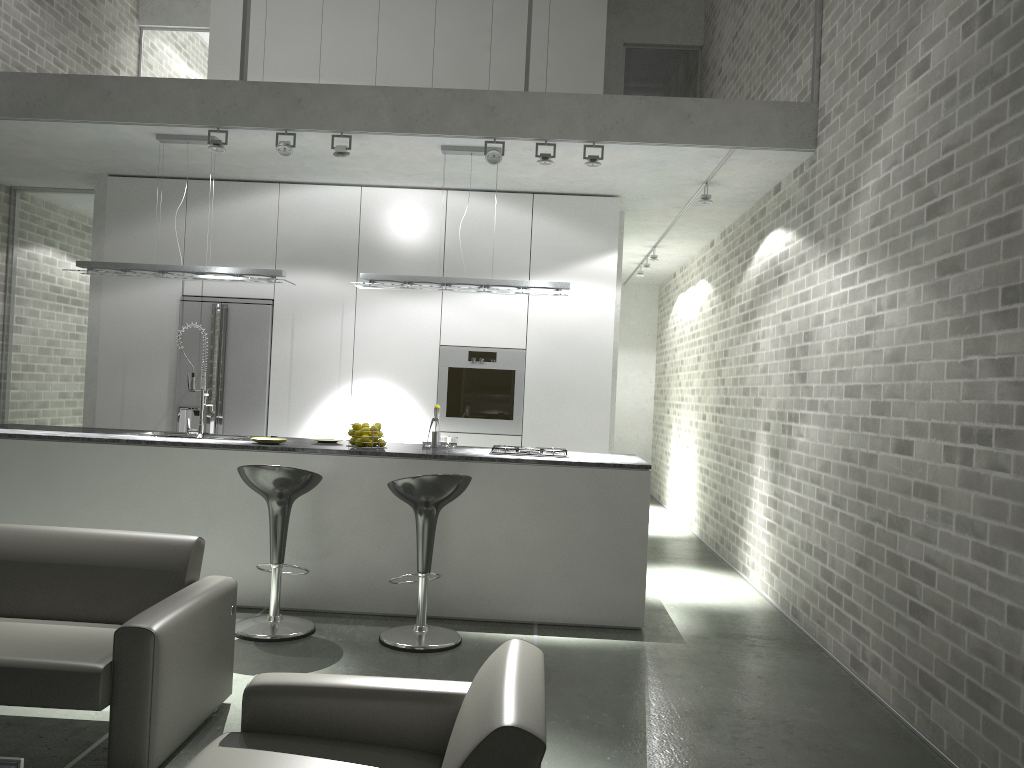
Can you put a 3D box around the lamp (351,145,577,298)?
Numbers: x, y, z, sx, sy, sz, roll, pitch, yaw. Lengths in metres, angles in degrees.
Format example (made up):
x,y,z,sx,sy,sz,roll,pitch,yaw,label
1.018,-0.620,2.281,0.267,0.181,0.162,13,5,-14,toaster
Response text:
x,y,z,sx,sy,sz,roll,pitch,yaw,label
-0.294,-1.108,5.981,1.490,0.964,0.290,3,0,2,lamp

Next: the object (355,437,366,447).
x,y,z,sx,sy,sz,roll,pitch,yaw,label
-0.951,0.367,5.583,0.064,0.063,0.074,3,0,12,object

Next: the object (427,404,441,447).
x,y,z,sx,sy,sz,roll,pitch,yaw,label
-0.493,0.278,5.876,0.101,0.288,0.088,2,-1,32,object

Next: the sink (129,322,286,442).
x,y,z,sx,sy,sz,roll,pitch,yaw,label
-2.007,0.121,5.884,0.987,1.023,0.546,3,0,2,sink

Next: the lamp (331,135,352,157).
x,y,z,sx,sy,sz,roll,pitch,yaw,label
-1.105,-1.536,5.751,0.115,0.151,0.115,2,-1,44,lamp

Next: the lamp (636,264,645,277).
x,y,z,sx,sy,sz,roll,pitch,yaw,label
1.563,-1.378,10.789,0.109,0.135,0.109,2,-1,44,lamp

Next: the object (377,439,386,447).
x,y,z,sx,sy,sz,roll,pitch,yaw,label
-0.830,0.374,5.627,0.053,0.052,0.062,2,-1,31,object

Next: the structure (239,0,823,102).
x,y,z,sx,sy,sz,roll,pitch,yaw,label
-0.807,-2.382,5.746,5.560,0.972,0.070,3,0,2,structure

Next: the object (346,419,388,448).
x,y,z,sx,sy,sz,roll,pitch,yaw,label
-0.920,0.312,5.632,0.189,0.174,0.207,3,-1,-43,object

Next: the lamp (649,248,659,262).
x,y,z,sx,sy,sz,roll,pitch,yaw,label
-1.279,-1.537,7.683,6.854,0.136,0.110,3,-1,-34,lamp

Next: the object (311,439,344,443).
x,y,z,sx,sy,sz,roll,pitch,yaw,label
-1.228,0.379,5.898,0.216,0.017,0.217,2,0,27,object

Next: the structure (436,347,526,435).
x,y,z,sx,sy,sz,roll,pitch,yaw,label
-0.252,0.056,7.163,0.692,0.680,0.036,3,0,2,structure

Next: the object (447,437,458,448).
x,y,z,sx,sy,sz,roll,pitch,yaw,label
-0.400,0.391,5.955,0.064,0.070,0.063,3,0,10,object

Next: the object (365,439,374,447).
x,y,z,sx,sy,sz,roll,pitch,yaw,label
-0.895,0.371,5.569,0.051,0.053,0.063,3,0,0,object

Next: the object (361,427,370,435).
x,y,z,sx,sy,sz,roll,pitch,yaw,label
-0.919,0.295,5.564,0.061,0.052,0.053,3,0,5,object

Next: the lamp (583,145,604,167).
x,y,z,sx,sy,sz,roll,pitch,yaw,label
0.523,-1.467,5.695,0.109,0.135,0.109,3,-1,-40,lamp

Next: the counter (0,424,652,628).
x,y,z,sx,sy,sz,roll,pitch,yaw,label
-1.382,0.859,5.748,4.400,0.960,0.900,3,0,2,counter

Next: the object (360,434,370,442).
x,y,z,sx,sy,sz,roll,pitch,yaw,label
-0.918,0.341,5.537,0.061,0.054,0.052,3,-1,-31,object

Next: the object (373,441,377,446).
x,y,z,sx,sy,sz,roll,pitch,yaw,label
-0.885,0.374,5.649,0.050,0.055,0.061,2,-1,37,object

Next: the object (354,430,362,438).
x,y,z,sx,sy,sz,roll,pitch,yaw,label
-0.964,0.315,5.594,0.062,0.053,0.052,3,-1,-37,object

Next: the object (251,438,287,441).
x,y,z,sx,sy,sz,roll,pitch,yaw,label
-1.507,0.348,5.500,0.216,0.017,0.217,2,-1,34,object

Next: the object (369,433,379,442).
x,y,z,sx,sy,sz,roll,pitch,yaw,label
-0.870,0.337,5.587,0.061,0.055,0.051,3,-1,-29,object

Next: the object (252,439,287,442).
x,y,z,sx,sy,sz,roll,pitch,yaw,label
-1.507,0.353,5.500,0.216,0.017,0.217,2,-1,34,object

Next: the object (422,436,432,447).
x,y,z,sx,sy,sz,roll,pitch,yaw,label
-0.569,0.383,5.955,0.063,0.070,0.064,2,-1,40,object

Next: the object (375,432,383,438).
x,y,z,sx,sy,sz,roll,pitch,yaw,label
-0.848,0.323,5.643,0.053,0.054,0.061,2,-1,38,object

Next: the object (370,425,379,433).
x,y,z,sx,sy,sz,roll,pitch,yaw,label
-0.869,0.286,5.593,0.051,0.053,0.063,3,0,5,object

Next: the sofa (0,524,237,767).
x,y,z,sx,sy,sz,roll,pitch,yaw,label
-2.229,0.942,3.372,2.114,0.717,0.902,3,0,2,sofa

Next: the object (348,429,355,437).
x,y,z,sx,sy,sz,roll,pitch,yaw,label
-1.012,0.312,5.633,0.053,0.051,0.063,3,-1,-40,object

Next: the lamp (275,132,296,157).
x,y,z,sx,sy,sz,roll,pitch,yaw,label
-1.468,-1.554,5.740,0.115,0.151,0.115,2,-1,44,lamp

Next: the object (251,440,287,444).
x,y,z,sx,sy,sz,roll,pitch,yaw,label
-1.508,0.362,5.500,0.216,0.017,0.217,2,-1,34,object

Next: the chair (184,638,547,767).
x,y,z,sx,sy,sz,roll,pitch,yaw,label
-0.382,1.020,2.111,0.910,0.717,0.963,3,0,2,chair

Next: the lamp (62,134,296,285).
x,y,z,sx,sy,sz,roll,pitch,yaw,label
-2.227,-1.200,6.036,1.490,0.964,0.290,3,0,2,lamp

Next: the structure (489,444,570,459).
x,y,z,sx,sy,sz,roll,pitch,yaw,label
0.112,0.430,5.706,0.500,0.038,0.500,3,0,2,structure

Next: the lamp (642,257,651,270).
x,y,z,sx,sy,sz,roll,pitch,yaw,label
1.546,-1.385,10.173,0.109,0.132,0.109,2,-1,44,lamp

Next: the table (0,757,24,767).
x,y,z,sx,sy,sz,roll,pitch,yaw,label
-1.815,1.176,2.155,0.820,0.270,0.800,3,0,2,table

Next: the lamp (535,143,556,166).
x,y,z,sx,sy,sz,roll,pitch,yaw,label
0.216,-1.481,5.703,0.109,0.135,0.109,3,-1,-40,lamp

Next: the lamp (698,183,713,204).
x,y,z,sx,sy,sz,roll,pitch,yaw,label
1.448,-1.418,6.623,0.109,0.132,0.109,2,-1,44,lamp

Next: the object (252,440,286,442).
x,y,z,sx,sy,sz,roll,pitch,yaw,label
-1.508,0.357,5.500,0.216,0.017,0.217,2,-1,34,object

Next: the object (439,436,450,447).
x,y,z,sx,sy,sz,roll,pitch,yaw,label
-0.460,0.389,6.026,0.063,0.070,0.064,2,-1,40,object

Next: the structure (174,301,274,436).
x,y,z,sx,sy,sz,roll,pitch,yaw,label
-2.369,0.292,7.246,0.743,1.900,0.160,3,0,2,structure

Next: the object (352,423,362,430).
x,y,z,sx,sy,sz,roll,pitch,yaw,label
-0.981,0.270,5.603,0.063,0.051,0.053,2,-1,39,object

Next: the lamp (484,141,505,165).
x,y,z,sx,sy,sz,roll,pitch,yaw,label
-0.114,-1.488,5.695,0.131,0.154,0.098,3,0,2,lamp

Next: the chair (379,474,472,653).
x,y,z,sx,sy,sz,roll,pitch,yaw,label
-0.468,0.930,4.812,0.457,0.931,0.464,3,0,-17,chair

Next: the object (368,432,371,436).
x,y,z,sx,sy,sz,roll,pitch,yaw,label
-0.897,0.332,5.603,0.051,0.053,0.062,3,0,0,object

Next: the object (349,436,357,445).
x,y,z,sx,sy,sz,roll,pitch,yaw,label
-1.000,0.359,5.619,0.060,0.057,0.052,3,0,-7,object

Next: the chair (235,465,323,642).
x,y,z,sx,sy,sz,roll,pitch,yaw,label
-1.285,0.891,4.870,0.457,0.931,0.464,3,0,16,chair

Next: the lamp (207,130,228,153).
x,y,z,sx,sy,sz,roll,pitch,yaw,label
-1.912,-1.582,5.760,0.109,0.136,0.109,2,-1,44,lamp

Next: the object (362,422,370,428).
x,y,z,sx,sy,sz,roll,pitch,yaw,label
-0.928,0.269,5.630,0.051,0.053,0.063,3,0,-7,object

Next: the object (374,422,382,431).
x,y,z,sx,sy,sz,roll,pitch,yaw,label
-0.857,0.274,5.660,0.050,0.060,0.059,3,0,-9,object

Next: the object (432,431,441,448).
x,y,z,sx,sy,sz,roll,pitch,yaw,label
-0.504,0.368,5.863,0.060,0.106,0.060,3,0,-5,object
